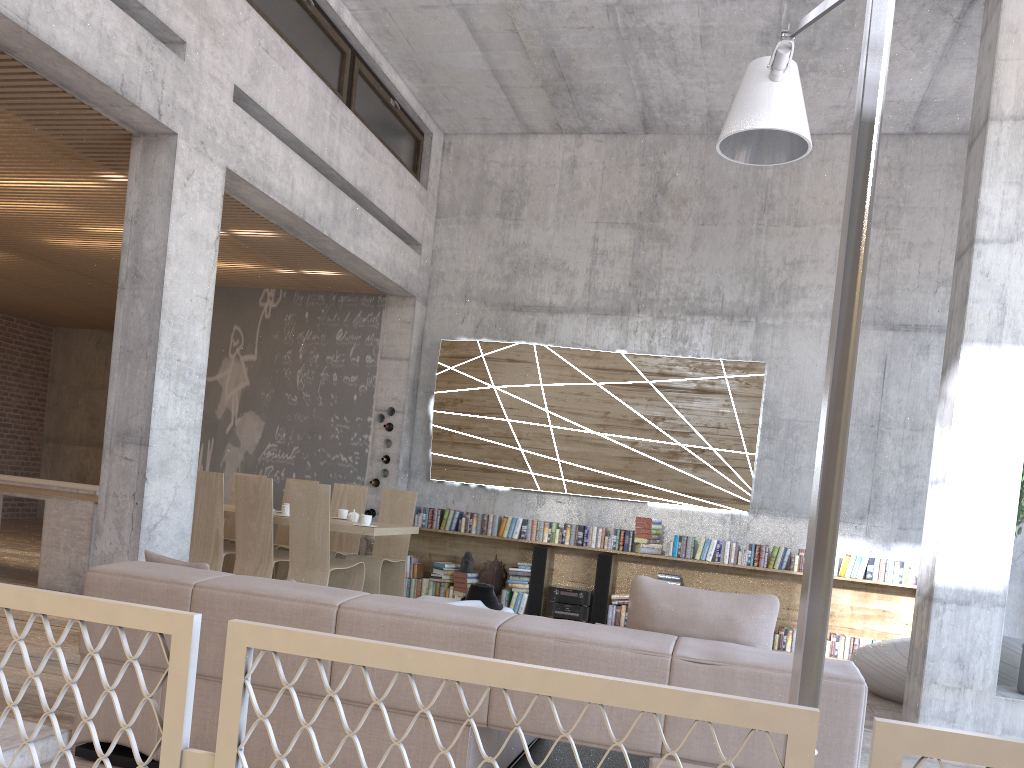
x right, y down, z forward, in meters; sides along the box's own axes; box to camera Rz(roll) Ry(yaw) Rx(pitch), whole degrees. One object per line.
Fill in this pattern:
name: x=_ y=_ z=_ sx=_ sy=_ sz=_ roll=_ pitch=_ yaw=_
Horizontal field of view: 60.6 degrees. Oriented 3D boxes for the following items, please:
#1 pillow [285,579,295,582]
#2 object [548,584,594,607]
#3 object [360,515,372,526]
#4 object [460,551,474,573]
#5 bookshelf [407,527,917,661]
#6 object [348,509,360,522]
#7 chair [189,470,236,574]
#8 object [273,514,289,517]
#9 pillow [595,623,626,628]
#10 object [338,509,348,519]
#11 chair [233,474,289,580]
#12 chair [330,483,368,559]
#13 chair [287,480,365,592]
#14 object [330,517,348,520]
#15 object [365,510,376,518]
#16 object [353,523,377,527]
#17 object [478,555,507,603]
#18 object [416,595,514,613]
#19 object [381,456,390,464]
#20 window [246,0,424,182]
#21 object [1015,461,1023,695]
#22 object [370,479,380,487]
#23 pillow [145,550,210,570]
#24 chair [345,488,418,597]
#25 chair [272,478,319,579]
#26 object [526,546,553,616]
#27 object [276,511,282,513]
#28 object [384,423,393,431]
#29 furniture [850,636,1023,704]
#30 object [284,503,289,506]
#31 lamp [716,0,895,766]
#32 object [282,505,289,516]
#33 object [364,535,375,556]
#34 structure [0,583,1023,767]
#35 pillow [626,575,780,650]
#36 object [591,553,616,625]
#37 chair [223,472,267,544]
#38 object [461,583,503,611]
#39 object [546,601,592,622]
pillow: x=-1.084 y=1.002 z=3.817 sx=0.369 sy=0.358 sz=0.187 roll=5 pitch=-1 yaw=14
object: x=0.616 y=2.205 z=9.135 sx=0.438 sy=0.160 sz=0.306 roll=4 pitch=-6 yaw=15
object: x=-1.171 y=1.100 z=7.056 sx=0.094 sy=0.088 sz=0.116 roll=8 pitch=-4 yaw=-31
object: x=-0.475 y=1.892 z=9.321 sx=0.145 sy=0.229 sz=0.136 roll=6 pitch=-1 yaw=12
bookshelf: x=1.284 y=2.126 z=8.975 sx=5.303 sy=0.805 sz=0.304 roll=4 pitch=0 yaw=14
object: x=-1.377 y=1.147 z=7.629 sx=0.089 sy=0.111 sz=0.123 roll=6 pitch=-3 yaw=6
chair: x=-2.440 y=1.336 z=7.328 sx=0.348 sy=1.193 sz=0.725 roll=6 pitch=-1 yaw=12
object: x=-1.873 y=1.098 z=7.288 sx=0.185 sy=0.014 sz=0.186 roll=6 pitch=-7 yaw=1
pillow: x=0.482 y=1.138 z=3.539 sx=0.378 sy=0.372 sz=0.169 roll=7 pitch=0 yaw=-12
object: x=-1.521 y=1.169 z=7.870 sx=0.094 sy=0.088 sz=0.117 roll=7 pitch=-4 yaw=-21
chair: x=-1.957 y=1.369 z=7.187 sx=0.347 sy=1.193 sz=0.726 roll=6 pitch=-1 yaw=20
chair: x=-1.692 y=1.527 z=8.221 sx=0.348 sy=1.193 sz=0.725 roll=6 pitch=-1 yaw=11
chair: x=-1.485 y=1.395 z=7.002 sx=0.347 sy=1.193 sz=0.726 roll=6 pitch=-1 yaw=18
object: x=-1.519 y=1.208 z=7.865 sx=0.184 sy=0.014 sz=0.187 roll=4 pitch=-7 yaw=18
object: x=-1.514 y=1.428 z=9.642 sx=0.090 sy=0.090 sz=0.338 roll=5 pitch=-7 yaw=15
object: x=-1.183 y=1.143 z=7.068 sx=0.185 sy=0.014 sz=0.186 roll=6 pitch=-7 yaw=1
object: x=-0.204 y=2.101 z=9.371 sx=0.346 sy=0.568 sz=0.195 roll=6 pitch=0 yaw=-25
object: x=-0.287 y=1.707 z=5.936 sx=1.038 sy=0.501 sz=1.616 roll=2 pitch=-7 yaw=33
object: x=-1.342 y=0.829 z=9.555 sx=0.093 sy=0.093 sz=0.350 roll=5 pitch=-7 yaw=15
window: x=-2.021 y=-2.993 z=5.303 sx=0.113 sy=0.604 sz=8.524 roll=6 pitch=-7 yaw=15
object: x=3.429 y=1.011 z=5.401 sx=1.005 sy=1.862 sz=0.964 roll=6 pitch=0 yaw=-19
object: x=-1.468 y=1.077 z=9.547 sx=0.095 sy=0.094 sz=0.341 roll=5 pitch=-6 yaw=15
pillow: x=-1.464 y=0.936 z=3.893 sx=0.360 sy=0.366 sz=0.189 roll=5 pitch=-1 yaw=20
chair: x=-1.217 y=1.555 z=8.049 sx=0.348 sy=1.193 sz=0.726 roll=6 pitch=-1 yaw=15
chair: x=-2.200 y=1.479 z=8.267 sx=0.348 sy=1.193 sz=0.726 roll=6 pitch=-1 yaw=15
object: x=0.289 y=2.090 z=9.242 sx=0.152 sy=0.759 sz=0.274 roll=6 pitch=0 yaw=15
object: x=-2.004 y=1.157 z=7.863 sx=0.184 sy=0.014 sz=0.187 roll=2 pitch=-8 yaw=28
object: x=-1.315 y=0.471 z=9.510 sx=0.090 sy=0.090 sz=0.338 roll=5 pitch=-7 yaw=15
furniture: x=3.513 y=2.249 z=6.742 sx=1.811 sy=0.809 sz=1.623 roll=10 pitch=-7 yaw=-38
object: x=-2.005 y=1.118 z=7.869 sx=0.093 sy=0.088 sz=0.117 roll=7 pitch=-4 yaw=-11
lamp: x=0.877 y=0.031 z=3.159 sx=0.756 sy=3.418 sz=2.638 roll=6 pitch=-2 yaw=3
object: x=-1.861 y=1.055 z=7.275 sx=0.094 sy=0.088 sz=0.116 roll=8 pitch=-4 yaw=-31
object: x=-1.522 y=1.942 z=9.353 sx=0.250 sy=0.682 sz=0.269 roll=6 pitch=0 yaw=-23
structure: x=-0.328 y=0.738 z=0.406 sx=4.412 sy=0.932 sz=1.946 roll=4 pitch=-6 yaw=14
pillow: x=0.716 y=1.038 z=3.372 sx=0.561 sy=0.557 sz=0.222 roll=5 pitch=0 yaw=17
object: x=0.944 y=2.138 z=9.075 sx=0.152 sy=0.759 sz=0.274 roll=6 pitch=0 yaw=15
chair: x=-2.703 y=1.435 z=8.334 sx=0.348 sy=1.193 sz=0.725 roll=6 pitch=-1 yaw=9
object: x=-0.203 y=1.468 z=6.090 sx=0.302 sy=0.168 sz=0.300 roll=6 pitch=-5 yaw=2
object: x=0.601 y=2.366 z=9.144 sx=0.438 sy=0.163 sz=0.296 roll=4 pitch=-5 yaw=15
